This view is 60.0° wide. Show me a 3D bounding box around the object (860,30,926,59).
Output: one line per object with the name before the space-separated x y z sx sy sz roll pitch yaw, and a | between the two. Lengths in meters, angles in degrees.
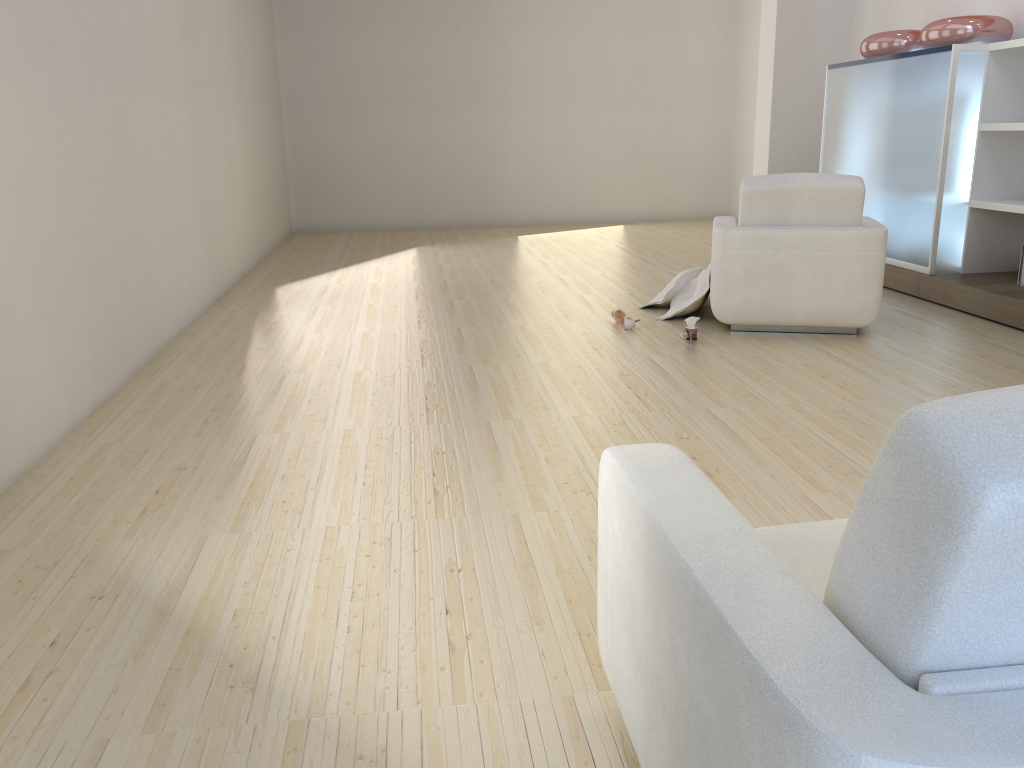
object | 2.853 -2.493 6.528 0.534 0.206 0.546 -7 17 -18

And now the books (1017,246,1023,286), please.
books | 3.149 -0.587 4.762 0.274 0.281 1.125 -1 16 0

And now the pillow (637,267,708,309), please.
pillow | 1.150 -0.639 5.788 0.712 0.287 0.299 -16 21 -42

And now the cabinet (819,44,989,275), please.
cabinet | 2.914 -1.614 6.357 0.689 1.396 1.670 -3 16 -6

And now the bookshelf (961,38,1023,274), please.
bookshelf | 3.218 -1.187 4.823 0.465 1.396 1.599 -3 16 -6

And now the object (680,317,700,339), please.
object | 0.961 -0.310 4.779 0.089 0.149 0.265 1 16 6

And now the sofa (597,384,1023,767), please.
sofa | 1.285 0.288 1.339 2.166 0.862 0.941 -3 16 -6

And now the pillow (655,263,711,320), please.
pillow | 1.105 -0.592 5.502 0.312 0.315 0.615 5 17 20

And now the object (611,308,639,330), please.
object | 0.676 -0.383 5.196 0.121 0.091 0.287 -3 16 -8

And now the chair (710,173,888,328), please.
chair | 1.627 -0.810 5.130 0.919 0.828 0.941 3 16 13

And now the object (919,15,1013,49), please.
object | 2.945 -2.278 5.760 0.546 0.206 0.534 8 18 29
